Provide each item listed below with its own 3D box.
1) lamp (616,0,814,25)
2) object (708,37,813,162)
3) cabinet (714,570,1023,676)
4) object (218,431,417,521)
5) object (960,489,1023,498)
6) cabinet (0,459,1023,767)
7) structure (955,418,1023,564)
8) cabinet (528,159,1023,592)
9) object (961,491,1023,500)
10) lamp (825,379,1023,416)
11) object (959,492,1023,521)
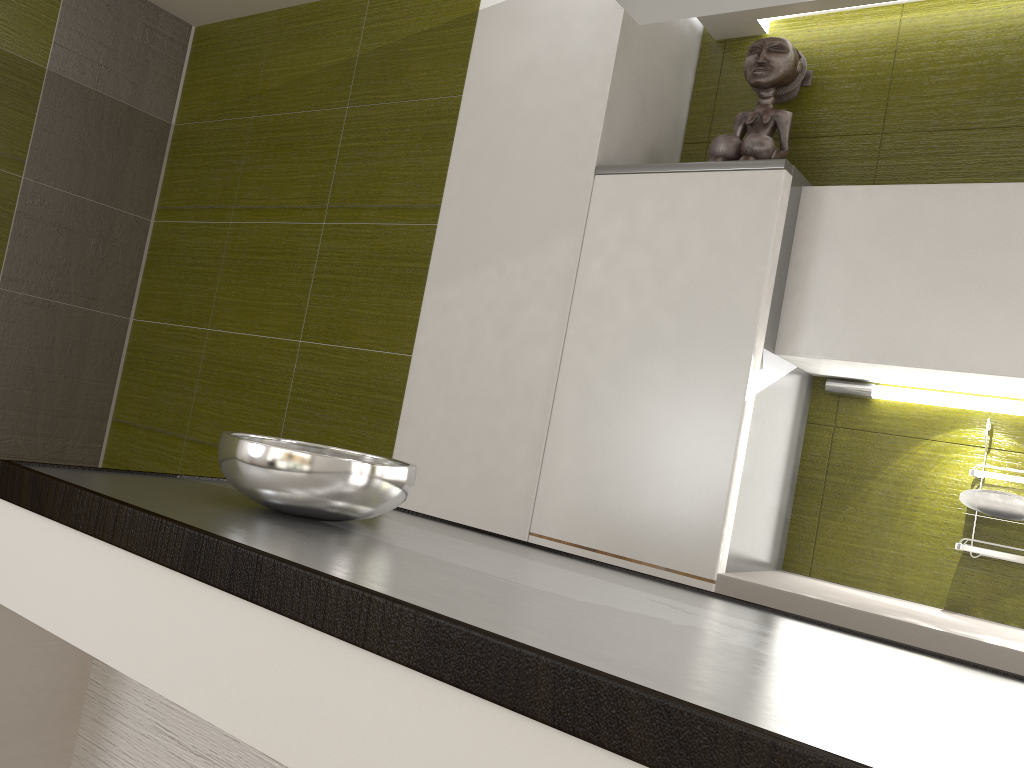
[{"bbox_3d":[0.840,-0.830,0.798,1.677,0.683,0.326,8,-4,36],"label":"lamp"},{"bbox_3d":[0.691,-0.763,2.506,0.195,0.488,0.304,8,-4,34],"label":"object"},{"bbox_3d":[1.684,1.177,1.358,2.940,1.086,0.465,8,-4,36],"label":"cabinet"},{"bbox_3d":[-0.315,0.156,1.422,0.311,0.105,0.311,13,-4,-41],"label":"object"},{"bbox_3d":[1.153,0.283,2.085,0.181,0.052,0.173,8,-4,36],"label":"object"},{"bbox_3d":[0.482,0.888,0.705,2.947,1.134,0.663,8,-4,36],"label":"cabinet"},{"bbox_3d":[1.217,0.261,2.083,0.266,0.346,0.110,8,-4,36],"label":"structure"},{"bbox_3d":[1.634,0.674,1.644,3.471,2.089,0.724,8,-4,36],"label":"cabinet"},{"bbox_3d":[1.151,0.286,2.084,0.181,0.052,0.173,8,-4,36],"label":"object"},{"bbox_3d":[1.150,0.047,2.219,0.715,0.041,0.041,8,-4,36],"label":"lamp"},{"bbox_3d":[1.150,0.288,2.083,0.181,0.052,0.173,8,-4,36],"label":"object"}]
